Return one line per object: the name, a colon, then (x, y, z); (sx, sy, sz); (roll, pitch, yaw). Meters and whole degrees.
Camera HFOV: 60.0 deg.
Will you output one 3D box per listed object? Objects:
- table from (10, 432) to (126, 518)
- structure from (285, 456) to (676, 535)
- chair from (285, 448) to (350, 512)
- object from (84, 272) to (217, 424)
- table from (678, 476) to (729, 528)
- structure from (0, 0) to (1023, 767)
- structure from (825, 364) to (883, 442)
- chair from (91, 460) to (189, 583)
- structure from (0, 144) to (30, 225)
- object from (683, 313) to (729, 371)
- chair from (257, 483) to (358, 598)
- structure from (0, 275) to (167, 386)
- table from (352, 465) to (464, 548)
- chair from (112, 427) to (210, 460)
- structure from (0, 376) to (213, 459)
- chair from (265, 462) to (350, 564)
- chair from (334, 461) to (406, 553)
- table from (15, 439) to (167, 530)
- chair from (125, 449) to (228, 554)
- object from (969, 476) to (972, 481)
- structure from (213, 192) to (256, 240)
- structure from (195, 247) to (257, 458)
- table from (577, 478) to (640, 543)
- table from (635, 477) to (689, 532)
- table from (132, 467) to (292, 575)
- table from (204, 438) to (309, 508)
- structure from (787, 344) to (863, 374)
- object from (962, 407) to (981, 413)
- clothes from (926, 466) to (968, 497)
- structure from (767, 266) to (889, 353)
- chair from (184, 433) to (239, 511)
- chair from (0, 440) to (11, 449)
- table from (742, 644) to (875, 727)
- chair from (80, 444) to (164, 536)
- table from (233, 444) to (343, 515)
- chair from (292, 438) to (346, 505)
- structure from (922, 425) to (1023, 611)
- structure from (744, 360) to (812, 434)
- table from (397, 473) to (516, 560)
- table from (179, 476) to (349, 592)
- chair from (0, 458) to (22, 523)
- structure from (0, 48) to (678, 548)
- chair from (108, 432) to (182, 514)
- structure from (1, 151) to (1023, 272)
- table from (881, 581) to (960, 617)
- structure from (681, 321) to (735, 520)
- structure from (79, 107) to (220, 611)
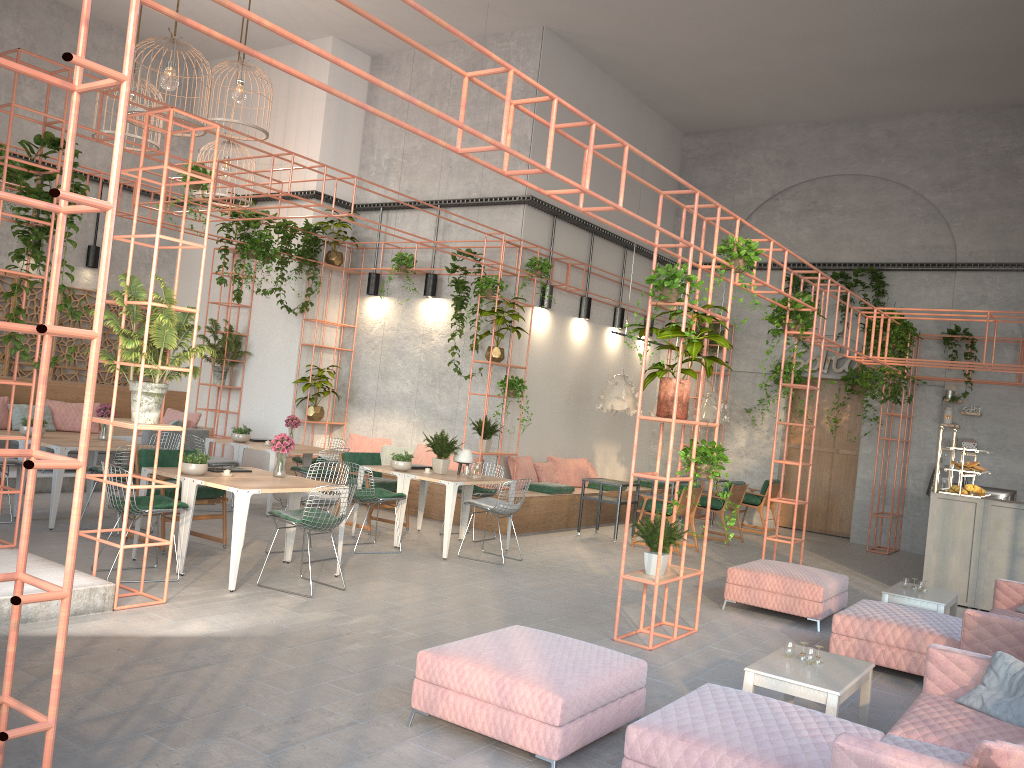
table: (-5.040, 0.997, 9.856); (0.694, 0.830, 1.205); (5, -1, 34)
structure: (-0.209, 1.795, 15.345); (4.386, 0.500, 5.831); (5, -1, 34)
chair: (-2.507, 1.253, 11.458); (0.717, 0.941, 0.565); (6, -1, 31)
object: (-2.693, -0.260, 6.595); (0.900, 1.100, 0.894); (7, -1, -27)
table: (3.316, 2.028, 15.381); (0.635, 0.798, 0.602); (5, -1, 34)
structure: (3.649, 0.494, 7.856); (4.157, 4.247, 14.689); (5, -1, 34)
structure: (5.932, 0.244, 15.192); (0.950, 1.527, 0.921); (5, -1, 33)
chair: (-3.069, 1.119, 7.349); (0.717, 0.941, 0.565); (7, -1, -39)
structure: (-7.485, -2.977, 12.559); (0.670, 1.290, 1.434); (5, -1, 34)
object: (3.552, -0.782, 16.372); (0.894, 1.101, 0.900); (6, -1, 3)
chair: (-1.728, 1.267, 7.557); (0.717, 0.941, 0.565); (6, -1, 31)
structure: (-8.635, -0.719, 12.709); (0.132, 2.103, 9.782); (5, -1, 34)
table: (-1.189, 1.423, 10.522); (0.694, 0.830, 1.205); (5, -1, 34)
chair: (-5.273, 0.920, 13.106); (1.127, 0.672, 1.052); (5, -1, 34)
structure: (-7.541, 0.432, 11.502); (3.396, 1.111, 9.152); (5, -1, 34)
chair: (-2.037, 1.257, 8.886); (0.565, 0.941, 0.717); (5, -1, 36)
chair: (-1.526, 1.326, 9.657); (0.717, 0.941, 0.565); (7, -1, -39)
table: (-4.466, 1.052, 9.468); (0.694, 0.830, 1.214); (5, -1, 34)
chair: (-3.269, 1.126, 8.708); (0.685, 0.917, 0.722); (5, -1, 34)
object: (7.248, 1.463, 14.030); (0.070, 0.146, 0.033); (6, -1, 6)
structure: (-4.617, -2.811, 14.788); (0.903, 0.803, 0.934); (6, -1, 6)
structure: (-4.846, -0.475, 14.903); (0.624, 3.596, 0.424); (5, -1, 34)
table: (1.353, 1.765, 12.483); (0.635, 0.798, 0.602); (5, -1, 34)
table: (2.334, 1.896, 13.932); (0.635, 0.798, 0.602); (5, -1, 34)
table: (-2.733, 1.228, 8.214); (0.694, 0.830, 1.205); (5, -1, 34)
table: (-3.510, 1.202, 12.114); (0.694, 0.830, 1.205); (5, -1, 34)
structure: (5.445, -0.439, 15.467); (1.312, 0.505, 0.063); (5, -1, 34)
object: (7.276, 0.403, 14.044); (0.263, 0.101, 0.013); (5, -1, 34)
clothes: (6.959, 1.755, 14.113); (0.625, 0.997, 0.366); (6, -1, 14)
structure: (5.479, -1.279, 15.391); (1.939, 1.514, 0.856); (6, -1, 28)
chair: (-3.847, 1.105, 11.249); (0.717, 0.941, 0.565); (7, -1, -39)
chair: (-7.101, 0.645, 11.125); (1.056, 0.586, 1.127); (5, -1, 34)
table: (1.702, 1.844, 5.095); (0.520, 0.455, 0.916); (5, -1, 34)
chair: (-4.036, 1.048, 9.199); (0.717, 0.941, 0.565); (6, -1, 31)
table: (-2.935, 1.257, 11.725); (0.694, 0.830, 1.214); (5, -1, 34)
chair: (-2.815, 1.244, 12.787); (0.565, 0.941, 0.717); (5, -1, 36)
structure: (7.003, 1.724, 11.171); (2.579, 2.022, 4.057); (5, -1, 34)
structure: (4.825, 0.118, 15.902); (0.950, 1.527, 0.921); (7, -1, -22)
table: (-0.614, 1.477, 10.133); (0.694, 0.830, 1.214); (5, -1, 34)
table: (-2.158, 1.282, 7.824); (0.694, 0.830, 1.214); (5, -1, 34)
chair: (-5.377, 0.901, 8.991); (0.717, 0.941, 0.565); (7, -1, -39)
structure: (-1.607, -0.532, 13.438); (4.501, 4.345, 14.096); (5, -1, 33)
chair: (-4.345, 1.039, 10.529); (0.565, 0.941, 0.717); (5, -1, 36)
structure: (-0.527, -2.786, 10.640); (15.603, 0.110, 15.203); (5, -1, 34)
table: (3.679, 2.105, 8.013); (0.520, 0.455, 0.916); (5, -1, 34)
structure: (3.553, 0.659, 16.364); (0.630, 3.597, 0.430); (5, -1, 34)
structure: (-2.754, -0.196, 6.639); (0.624, 3.602, 0.424); (5, -1, 34)
